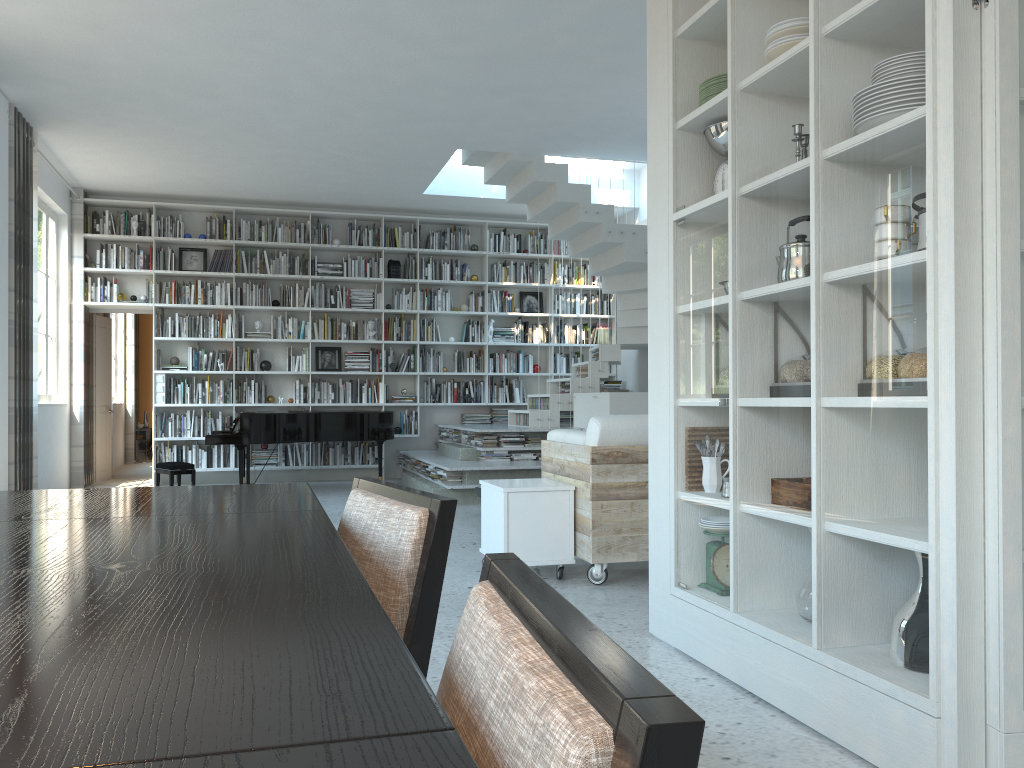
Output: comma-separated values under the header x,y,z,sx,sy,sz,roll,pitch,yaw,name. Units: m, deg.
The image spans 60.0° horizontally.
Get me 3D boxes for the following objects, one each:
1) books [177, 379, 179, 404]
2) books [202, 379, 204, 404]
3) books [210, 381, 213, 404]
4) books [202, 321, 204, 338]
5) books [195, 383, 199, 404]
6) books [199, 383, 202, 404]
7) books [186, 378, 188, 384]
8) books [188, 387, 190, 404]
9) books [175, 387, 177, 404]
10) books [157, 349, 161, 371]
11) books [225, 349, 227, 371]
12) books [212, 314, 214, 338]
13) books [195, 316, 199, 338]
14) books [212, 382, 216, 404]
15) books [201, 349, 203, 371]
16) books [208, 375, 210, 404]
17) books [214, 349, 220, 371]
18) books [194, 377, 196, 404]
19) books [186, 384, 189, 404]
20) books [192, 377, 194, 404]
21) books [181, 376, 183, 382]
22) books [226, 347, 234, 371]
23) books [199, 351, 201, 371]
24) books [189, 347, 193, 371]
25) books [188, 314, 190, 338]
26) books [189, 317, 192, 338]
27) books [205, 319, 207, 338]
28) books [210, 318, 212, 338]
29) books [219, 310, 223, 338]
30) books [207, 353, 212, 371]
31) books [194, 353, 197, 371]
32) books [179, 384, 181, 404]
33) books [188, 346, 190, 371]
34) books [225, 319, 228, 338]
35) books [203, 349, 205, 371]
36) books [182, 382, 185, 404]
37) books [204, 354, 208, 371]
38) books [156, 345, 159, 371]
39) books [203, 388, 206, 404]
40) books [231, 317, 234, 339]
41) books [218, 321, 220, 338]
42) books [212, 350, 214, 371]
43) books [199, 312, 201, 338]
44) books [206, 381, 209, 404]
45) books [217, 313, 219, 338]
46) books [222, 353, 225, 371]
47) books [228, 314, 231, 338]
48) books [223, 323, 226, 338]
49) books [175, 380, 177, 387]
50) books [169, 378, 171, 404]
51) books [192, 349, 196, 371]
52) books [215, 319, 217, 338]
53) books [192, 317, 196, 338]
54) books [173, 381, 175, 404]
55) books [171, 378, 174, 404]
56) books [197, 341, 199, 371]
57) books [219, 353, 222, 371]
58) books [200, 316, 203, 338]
x,y,z,sx,sy,sz,roll,pitch,yaw,name
-3.755,0.084,9.975,0.008,0.279,0.164,0,-1,-16,books
-3.505,0.084,10.046,0.014,0.282,0.150,0,-1,-16,books
-3.411,0.095,10.063,0.028,0.260,0.181,0,-1,-16,books
-3.501,-0.611,10.066,0.021,0.205,0.130,0,-1,-16,books
-3.564,0.110,10.048,0.045,0.230,0.138,0,-1,-16,books
-3.525,0.110,10.042,0.027,0.230,0.159,0,-1,-16,books
-3.664,0.081,9.986,0.007,0.286,0.182,0,-1,-16,books
-3.639,0.130,9.995,0.016,0.189,0.183,0,-1,-16,books
-3.762,0.129,9.951,0.019,0.189,0.193,0,-1,-16,books
-3.951,-0.264,9.927,0.028,0.243,0.156,0,-1,-16,books
-3.268,-0.266,10.124,0.021,0.251,0.154,0,-1,-16,books
-3.396,-0.646,10.080,0.015,0.275,0.157,0,-1,-16,books
-3.568,-0.637,10.055,0.048,0.256,0.141,0,-1,-16,books
-3.385,0.101,10.075,0.028,0.249,0.159,0,-1,-16,books
-3.509,-0.265,10.062,0.022,0.249,0.129,0,-1,-16,books
-3.437,0.064,10.065,0.021,0.323,0.172,0,-1,-16,books
-3.360,-0.268,10.091,0.060,0.255,0.158,0,-1,-16,books
-3.586,0.071,10.023,0.012,0.306,0.189,0,-1,-16,books
-3.655,0.115,9.995,0.015,0.219,0.190,0,-1,-16,books
-3.598,0.074,10.007,0.019,0.300,0.180,0,-1,-16,books
-3.721,0.067,9.988,0.006,0.315,0.145,0,-1,-16,books
-3.207,-0.279,10.100,0.082,0.276,0.228,0,-1,-16,books
-3.536,-0.257,10.061,0.030,0.231,0.148,0,-1,-16,books
-3.626,-0.278,10.017,0.024,0.273,0.150,0,-1,-16,books
-3.648,-0.644,10.022,0.011,0.271,0.157,0,-1,-16,books
-3.627,-0.628,10.011,0.024,0.237,0.167,0,-1,-16,books
-3.471,-0.622,10.072,0.013,0.227,0.151,0,-1,-16,books
-3.424,-0.629,10.102,0.028,0.242,0.131,0,-1,-16,books
-3.316,-0.671,10.112,0.035,0.325,0.170,0,-1,-16,books
-3.433,-0.248,10.086,0.056,0.214,0.142,0,-1,-16,books
-3.564,-0.246,10.012,0.029,0.208,0.189,0,-1,-16,books
-3.728,0.116,9.976,0.015,0.217,0.180,0,-1,-16,books
-3.643,-0.284,10.014,0.012,0.285,0.159,0,-1,-16,books
-3.256,-0.619,10.132,0.031,0.223,0.144,0,-1,-16,books
-3.488,-0.266,10.049,0.011,0.250,0.172,0,-1,-16,books
-3.696,0.102,9.978,0.009,0.244,0.184,0,-1,-16,books
-3.465,-0.236,10.042,0.029,0.190,0.189,0,-1,-16,books
-3.974,-0.285,9.932,0.012,0.285,0.159,0,-1,-16,books
-3.481,0.134,10.043,0.029,0.181,0.190,0,-1,-16,books
-3.199,-0.636,10.155,0.036,0.257,0.123,0,-1,-16,books
-3.339,-0.610,10.104,0.013,0.203,0.161,0,-1,-16,books
-3.400,-0.261,10.095,0.013,0.242,0.141,0,-1,-16,books
-3.535,-0.659,10.046,0.013,0.300,0.151,0,-1,-16,books
-3.458,0.098,10.061,0.026,0.254,0.176,0,-1,-16,books
-3.356,-0.654,10.115,0.015,0.293,0.144,0,-1,-16,books
-3.290,-0.245,10.114,0.027,0.209,0.143,0,-1,-16,books
-3.230,-0.650,10.145,0.027,0.286,0.148,0,-1,-16,books
-3.285,-0.599,10.124,0.030,0.183,0.152,0,-1,-16,books
-3.779,0.092,9.963,0.007,0.264,0.177,0,-1,-16,books
-3.843,0.082,9.966,0.008,0.285,0.159,0,-1,-16,books
-3.601,-0.269,10.032,0.031,0.255,0.143,0,-1,-16,books
-3.372,-0.618,10.106,0.021,0.220,0.148,0,-1,-16,books
-3.597,-0.630,10.028,0.023,0.242,0.184,0,-1,-16,books
-3.799,0.096,9.978,0.022,0.257,0.141,0,-1,-16,books
-3.814,0.077,9.965,0.014,0.294,0.171,0,-1,-16,books
-3.554,-0.309,10.050,0.011,0.336,0.153,0,-1,-16,books
-3.315,-0.245,10.097,0.030,0.207,0.172,0,-1,-16,books
-3.521,-0.637,10.060,0.021,0.256,0.156,0,-1,-16,books
